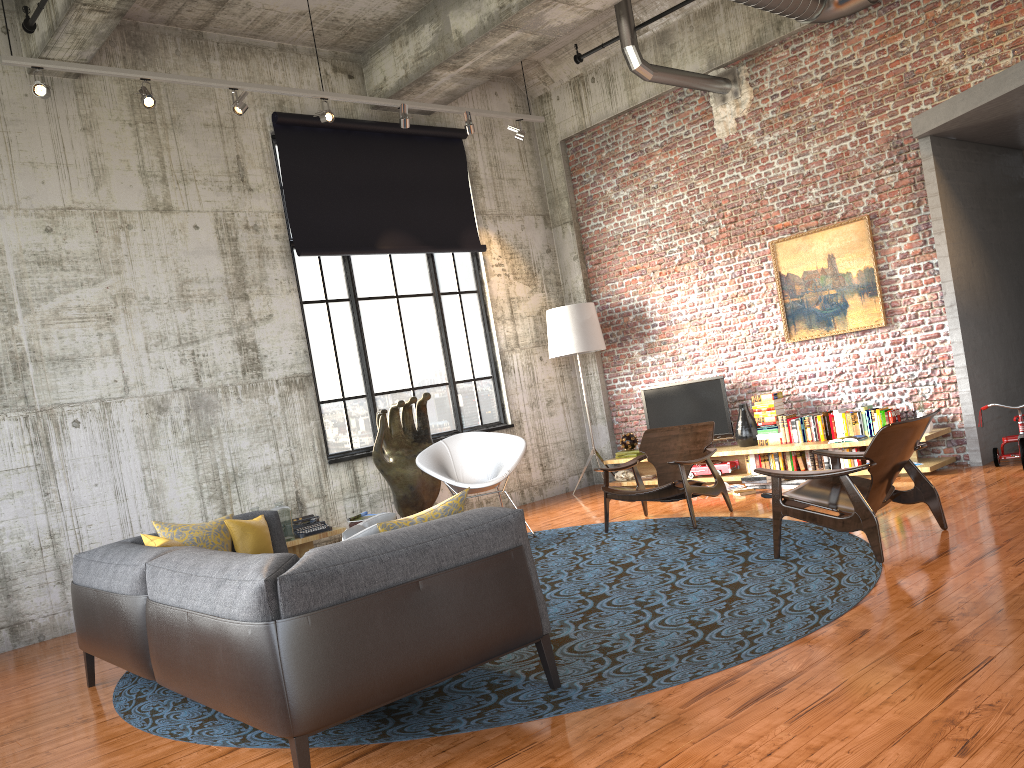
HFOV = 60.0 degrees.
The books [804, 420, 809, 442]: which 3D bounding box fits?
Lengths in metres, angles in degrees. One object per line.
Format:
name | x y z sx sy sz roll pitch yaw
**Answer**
books | 3.003 0.462 8.916 0.161 0.223 0.027 -10 1 -41

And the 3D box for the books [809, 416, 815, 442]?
books | 3.042 0.441 8.870 0.159 0.251 0.032 -10 1 -41

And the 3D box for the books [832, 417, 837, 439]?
books | 3.212 0.428 8.719 0.161 0.223 0.026 -10 1 -42

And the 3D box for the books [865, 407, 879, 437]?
books | 3.452 0.365 8.455 0.179 0.259 0.060 -10 1 -42

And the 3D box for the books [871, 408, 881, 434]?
books | 3.478 0.365 8.421 0.159 0.251 0.026 -10 1 -42

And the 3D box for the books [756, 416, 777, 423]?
books | 2.698 0.361 9.254 0.170 0.057 0.247 -9 -1 -41

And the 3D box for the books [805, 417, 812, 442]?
books | 3.020 0.447 8.892 0.170 0.246 0.032 -10 1 -41

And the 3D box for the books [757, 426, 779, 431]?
books | 2.712 0.453 9.254 0.159 0.026 0.251 -9 -1 -41

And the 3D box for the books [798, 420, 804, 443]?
books | 2.954 0.470 8.954 0.161 0.223 0.026 -10 1 -41

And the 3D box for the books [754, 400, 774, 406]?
books | 2.677 0.186 9.250 0.167 0.037 0.232 -9 -1 -41

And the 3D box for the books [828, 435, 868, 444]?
books | 3.186 0.521 8.400 0.213 0.040 0.317 -9 -1 -41

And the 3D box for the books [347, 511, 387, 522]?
books | -1.265 1.150 7.734 0.229 0.043 0.299 -10 -1 23

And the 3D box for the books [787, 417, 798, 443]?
books | 2.882 0.470 9.055 0.159 0.251 0.026 -10 1 -41

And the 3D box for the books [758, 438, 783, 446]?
books | 2.748 0.592 9.265 0.197 0.066 0.285 -9 -1 -41

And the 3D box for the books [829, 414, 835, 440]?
books | 3.195 0.417 8.740 0.159 0.251 0.026 -10 1 -42

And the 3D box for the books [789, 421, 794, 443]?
books | 2.894 0.482 9.030 0.161 0.223 0.026 -10 1 -41

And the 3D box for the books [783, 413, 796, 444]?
books | 2.864 0.456 9.086 0.197 0.285 0.041 -10 1 -41

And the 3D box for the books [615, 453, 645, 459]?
books | 1.430 0.847 10.605 0.302 0.037 0.242 -10 -1 41

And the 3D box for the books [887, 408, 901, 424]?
books | 3.592 0.354 8.306 0.167 0.231 0.037 -10 1 -42

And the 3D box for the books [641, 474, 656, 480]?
books | 1.581 1.089 10.355 0.167 0.021 0.210 -10 -1 24

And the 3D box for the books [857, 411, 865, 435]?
books | 3.393 0.379 8.512 0.182 0.253 0.034 -10 1 -42

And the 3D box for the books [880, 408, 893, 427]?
books | 3.547 0.357 8.356 0.174 0.240 0.045 -10 1 -42

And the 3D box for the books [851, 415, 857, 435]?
books | 3.349 0.402 8.570 0.161 0.223 0.027 -10 1 -42

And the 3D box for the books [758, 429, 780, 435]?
books | 2.720 0.487 9.264 0.174 0.045 0.241 -9 -1 -41

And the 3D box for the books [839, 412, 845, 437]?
books | 3.270 0.402 8.662 0.182 0.253 0.034 -10 1 -42

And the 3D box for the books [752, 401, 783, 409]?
books | 2.669 0.224 9.249 0.182 0.034 0.254 -9 -1 -41

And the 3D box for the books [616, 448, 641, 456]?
books | 1.424 0.811 10.604 0.302 0.037 0.242 -10 -1 28

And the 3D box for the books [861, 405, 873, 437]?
books | 3.419 0.355 8.492 0.176 0.291 0.037 -10 1 -42

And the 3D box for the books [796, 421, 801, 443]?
books | 2.944 0.473 8.979 0.161 0.223 0.027 -10 1 -41

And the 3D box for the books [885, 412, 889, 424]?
books | 3.564 0.363 8.322 0.161 0.223 0.026 -10 1 -42

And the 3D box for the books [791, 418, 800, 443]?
books | 2.916 0.469 9.003 0.174 0.240 0.045 -10 1 -41

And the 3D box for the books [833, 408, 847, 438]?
books | 3.239 0.389 8.695 0.176 0.291 0.053 -10 1 -42

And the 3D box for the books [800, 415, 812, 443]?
books | 2.982 0.450 8.940 0.182 0.254 0.034 -10 1 -41

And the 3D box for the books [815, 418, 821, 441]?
books | 3.099 0.440 8.827 0.168 0.231 0.037 -10 1 -41

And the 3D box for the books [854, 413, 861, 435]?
books | 3.376 0.389 8.549 0.174 0.240 0.045 -10 1 -42

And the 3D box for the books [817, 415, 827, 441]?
books | 3.108 0.427 8.790 0.182 0.254 0.034 -10 1 -41

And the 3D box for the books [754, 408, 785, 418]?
books | 2.690 0.303 9.253 0.179 0.060 0.260 -9 -1 -41

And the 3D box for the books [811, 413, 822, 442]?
books | 3.065 0.432 8.847 0.179 0.259 0.034 -10 1 -41

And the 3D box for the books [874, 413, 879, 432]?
books | 3.498 0.375 8.402 0.161 0.223 0.027 -10 1 -42

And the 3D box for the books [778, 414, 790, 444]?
books | 2.823 0.461 9.106 0.176 0.291 0.044 -10 1 -41

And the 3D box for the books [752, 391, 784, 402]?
books | 2.671 0.135 9.256 0.197 0.066 0.260 -9 -1 -41

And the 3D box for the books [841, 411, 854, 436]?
books | 3.289 0.398 8.635 0.182 0.253 0.034 -10 1 -42

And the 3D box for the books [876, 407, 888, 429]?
books | 3.521 0.356 8.385 0.182 0.253 0.034 -10 1 -42

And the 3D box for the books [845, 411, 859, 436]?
books | 3.321 0.396 8.603 0.170 0.246 0.057 -10 1 -42

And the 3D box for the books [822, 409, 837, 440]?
books | 3.173 0.404 8.783 0.197 0.284 0.066 -10 1 -42

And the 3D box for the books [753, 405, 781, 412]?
books | 2.678 0.257 9.252 0.182 0.034 0.254 -9 -1 -41
